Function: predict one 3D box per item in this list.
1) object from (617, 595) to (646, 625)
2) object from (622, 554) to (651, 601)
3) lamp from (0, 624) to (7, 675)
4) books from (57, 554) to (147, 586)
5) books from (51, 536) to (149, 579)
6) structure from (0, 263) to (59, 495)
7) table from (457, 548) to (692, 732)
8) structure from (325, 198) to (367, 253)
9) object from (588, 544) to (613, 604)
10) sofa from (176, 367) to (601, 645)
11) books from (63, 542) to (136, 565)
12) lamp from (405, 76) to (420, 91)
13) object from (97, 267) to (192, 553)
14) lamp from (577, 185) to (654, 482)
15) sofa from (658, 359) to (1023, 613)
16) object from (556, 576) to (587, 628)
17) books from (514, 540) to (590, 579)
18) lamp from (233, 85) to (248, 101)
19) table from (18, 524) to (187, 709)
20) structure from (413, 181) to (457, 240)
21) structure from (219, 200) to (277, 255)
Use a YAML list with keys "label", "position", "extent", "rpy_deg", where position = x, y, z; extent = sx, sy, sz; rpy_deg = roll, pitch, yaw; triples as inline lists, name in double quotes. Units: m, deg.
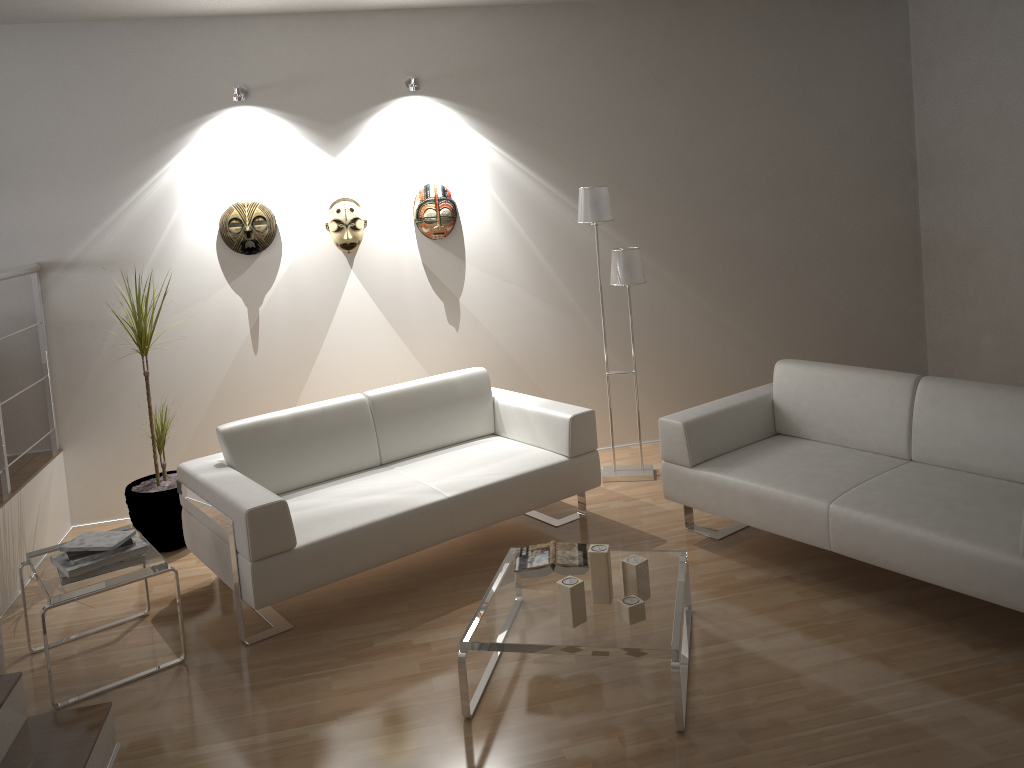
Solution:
- label: "object"
  position: [0.392, 0.734, 2.874]
  extent: [0.068, 0.073, 0.068]
  rpy_deg: [-9, 9, -26]
- label: "object"
  position: [0.426, 0.663, 3.008]
  extent: [0.068, 0.149, 0.067]
  rpy_deg: [-9, 7, -41]
- label: "lamp"
  position: [-1.865, 0.945, 2.980]
  extent: [0.199, 0.474, 0.194]
  rpy_deg: [-6, 5, -11]
- label: "books"
  position: [-1.559, 0.669, 3.320]
  extent: [0.291, 0.027, 0.229]
  rpy_deg: [-12, 14, -31]
- label: "books"
  position: [-1.561, 0.642, 3.319]
  extent: [0.292, 0.027, 0.228]
  rpy_deg: [-16, 16, -41]
- label: "structure"
  position: [-2.350, 0.080, 3.721]
  extent: [0.057, 1.031, 2.365]
  rpy_deg: [-5, 11, -11]
- label: "table"
  position: [0.261, 0.857, 3.103]
  extent: [0.699, 0.245, 0.813]
  rpy_deg: [-2, 12, 14]
- label: "structure"
  position: [-0.962, -0.920, 5.094]
  extent: [0.243, 0.325, 0.131]
  rpy_deg: [-6, 5, -11]
- label: "object"
  position: [0.306, 0.648, 3.018]
  extent: [0.067, 0.194, 0.068]
  rpy_deg: [-4, 5, 14]
- label: "sofa"
  position: [-0.541, 0.443, 4.157]
  extent: [1.806, 0.728, 0.912]
  rpy_deg: [-13, 12, -36]
- label: "books"
  position: [-1.563, 0.622, 3.318]
  extent: [0.220, 0.014, 0.152]
  rpy_deg: [-16, 16, -41]
- label: "lamp"
  position: [-0.576, -1.756, 5.112]
  extent: [0.080, 0.106, 0.194]
  rpy_deg: [-6, 10, -11]
- label: "object"
  position: [-1.853, 0.118, 4.466]
  extent: [0.440, 1.454, 0.508]
  rpy_deg: [-5, 5, 2]
- label: "lamp"
  position: [0.601, -0.293, 4.957]
  extent: [0.364, 1.649, 0.211]
  rpy_deg: [-4, 4, 9]
- label: "sofa"
  position: [1.574, 0.383, 3.638]
  extent: [0.918, 0.727, 1.795]
  rpy_deg: [-11, 13, -35]
- label: "object"
  position: [0.196, 0.710, 2.884]
  extent: [0.068, 0.149, 0.067]
  rpy_deg: [-9, 7, -41]
- label: "books"
  position: [0.158, 0.662, 3.324]
  extent: [0.291, 0.055, 0.208]
  rpy_deg: [-4, 12, 4]
- label: "lamp"
  position: [-1.531, -1.633, 4.916]
  extent: [0.080, 0.106, 0.194]
  rpy_deg: [-6, 10, -11]
- label: "table"
  position: [-1.601, 0.868, 3.407]
  extent: [0.470, 0.394, 0.554]
  rpy_deg: [-11, 11, -36]
- label: "structure"
  position: [-0.454, -1.034, 5.227]
  extent: [0.265, 0.350, 0.076]
  rpy_deg: [-6, 4, -11]
- label: "structure"
  position: [-1.510, -0.893, 5.006]
  extent: [0.318, 0.312, 0.070]
  rpy_deg: [-6, 4, -11]
